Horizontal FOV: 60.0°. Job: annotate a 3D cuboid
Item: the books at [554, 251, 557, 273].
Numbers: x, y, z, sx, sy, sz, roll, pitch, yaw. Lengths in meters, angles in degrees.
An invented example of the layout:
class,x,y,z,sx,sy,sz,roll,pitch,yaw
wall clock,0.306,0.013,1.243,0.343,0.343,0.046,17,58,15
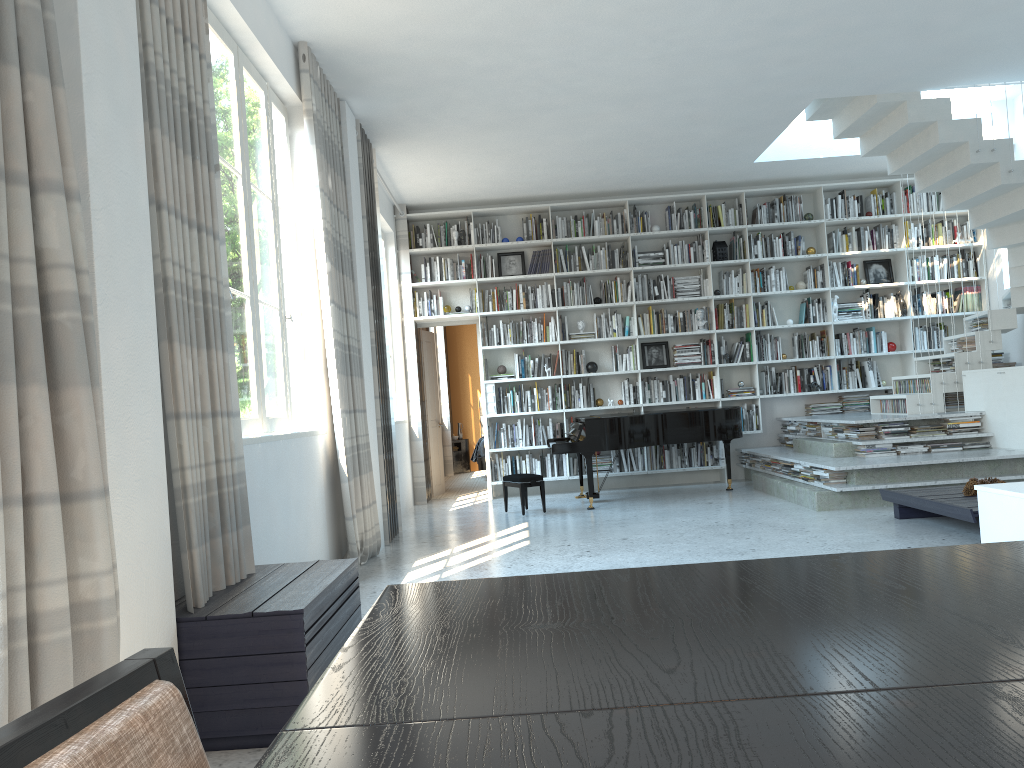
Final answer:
class,x,y,z,sx,sy,sz,roll,pitch,yaw
books,0.478,-1.316,9.719,0.023,0.256,0.174,-4,-1,0

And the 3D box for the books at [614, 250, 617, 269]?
class,x,y,z,sx,sy,sz,roll,pitch,yaw
books,1.130,-1.346,9.727,0.022,0.222,0.161,-4,-1,0

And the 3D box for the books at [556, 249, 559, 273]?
class,x,y,z,sx,sy,sz,roll,pitch,yaw
books,0.495,-1.331,9.733,0.013,0.283,0.158,-4,-1,0

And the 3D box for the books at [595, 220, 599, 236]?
class,x,y,z,sx,sy,sz,roll,pitch,yaw
books,0.926,-1.683,9.732,0.031,0.190,0.181,-4,-1,0

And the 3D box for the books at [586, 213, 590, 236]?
class,x,y,z,sx,sy,sz,roll,pitch,yaw
books,0.835,-1.720,9.730,0.013,0.276,0.164,-4,-1,0

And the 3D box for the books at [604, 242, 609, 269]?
class,x,y,z,sx,sy,sz,roll,pitch,yaw
books,1.035,-1.385,9.721,0.011,0.313,0.183,-4,-1,0

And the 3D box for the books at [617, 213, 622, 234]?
class,x,y,z,sx,sy,sz,roll,pitch,yaw
books,1.176,-1.736,9.743,0.029,0.261,0.151,-4,-1,0

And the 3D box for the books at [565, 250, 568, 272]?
class,x,y,z,sx,sy,sz,roll,pitch,yaw
books,0.598,-1.326,9.730,0.011,0.260,0.157,-4,-1,0

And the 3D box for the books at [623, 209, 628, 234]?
class,x,y,z,sx,sy,sz,roll,pitch,yaw
books,1.242,-1.755,9.726,0.026,0.288,0.176,-4,-1,0

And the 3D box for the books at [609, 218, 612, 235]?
class,x,y,z,sx,sy,sz,roll,pitch,yaw
books,1.071,-1.699,9.714,0.026,0.200,0.187,-4,-1,0

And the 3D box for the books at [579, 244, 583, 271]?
class,x,y,z,sx,sy,sz,roll,pitch,yaw
books,0.760,-1.365,9.747,0.013,0.315,0.135,-4,-1,0

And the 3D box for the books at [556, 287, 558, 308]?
class,x,y,z,sx,sy,sz,roll,pitch,yaw
books,0.485,-0.963,9.738,0.012,0.285,0.159,-4,-1,0

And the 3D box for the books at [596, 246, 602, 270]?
class,x,y,z,sx,sy,sz,roll,pitch,yaw
books,0.956,-1.365,9.741,0.026,0.286,0.137,-4,-1,0

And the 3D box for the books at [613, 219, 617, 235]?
class,x,y,z,sx,sy,sz,roll,pitch,yaw
books,1.123,-1.694,9.725,0.031,0.184,0.177,-4,-1,0

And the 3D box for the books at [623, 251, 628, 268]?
class,x,y,z,sx,sy,sz,roll,pitch,yaw
books,1.251,-1.348,9.746,0.028,0.211,0.134,-4,-1,0

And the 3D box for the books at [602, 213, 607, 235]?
class,x,y,z,sx,sy,sz,roll,pitch,yaw
books,1.014,-1.728,9.723,0.014,0.266,0.192,-4,-1,0

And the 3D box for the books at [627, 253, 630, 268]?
class,x,y,z,sx,sy,sz,roll,pitch,yaw
books,1.275,-1.341,9.753,0.019,0.194,0.098,-4,-1,0

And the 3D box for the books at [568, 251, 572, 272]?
class,x,y,z,sx,sy,sz,roll,pitch,yaw
books,0.631,-1.320,9.722,0.031,0.242,0.181,-4,-1,0

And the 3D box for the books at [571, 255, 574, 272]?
class,x,y,z,sx,sy,sz,roll,pitch,yaw
books,0.660,-1.301,9.736,0.024,0.201,0.153,-4,-1,0

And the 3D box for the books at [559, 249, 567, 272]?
class,x,y,z,sx,sy,sz,roll,pitch,yaw
books,0.559,-1.331,9.738,0.067,0.274,0.168,-4,-1,0

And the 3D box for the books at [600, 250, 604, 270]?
class,x,y,z,sx,sy,sz,roll,pitch,yaw
books,0.981,-1.337,9.716,0.021,0.226,0.191,-4,-1,0

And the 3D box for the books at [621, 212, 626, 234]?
class,x,y,z,sx,sy,sz,roll,pitch,yaw
books,1.223,-1.743,9.730,0.014,0.267,0.171,-4,-1,0

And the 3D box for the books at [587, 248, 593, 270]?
class,x,y,z,sx,sy,sz,roll,pitch,yaw
books,0.856,-1.347,9.736,0.027,0.265,0.168,-4,-1,0

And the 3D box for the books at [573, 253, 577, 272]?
class,x,y,z,sx,sy,sz,roll,pitch,yaw
books,0.685,-1.312,9.729,0.029,0.219,0.157,-4,-1,0

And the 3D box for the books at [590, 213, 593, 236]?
class,x,y,z,sx,sy,sz,roll,pitch,yaw
books,0.867,-1.720,9.727,0.052,0.273,0.172,-4,-1,0

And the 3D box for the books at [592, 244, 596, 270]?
class,x,y,z,sx,sy,sz,roll,pitch,yaw
books,0.902,-1.372,9.729,0.012,0.308,0.145,-4,-1,0

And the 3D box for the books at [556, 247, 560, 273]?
class,x,y,z,sx,sy,sz,roll,pitch,yaw
books,0.508,-1.344,9.754,0.014,0.309,0.130,-4,-1,0

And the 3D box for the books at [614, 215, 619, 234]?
class,x,y,z,sx,sy,sz,roll,pitch,yaw
books,1.149,-1.722,9.735,0.026,0.237,0.149,-4,-1,0

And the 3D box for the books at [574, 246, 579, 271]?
class,x,y,z,sx,sy,sz,roll,pitch,yaw
books,0.709,-1.351,9.729,0.023,0.293,0.156,-4,-1,0

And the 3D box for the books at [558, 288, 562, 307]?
class,x,y,z,sx,sy,sz,roll,pitch,yaw
books,0.523,-0.935,9.746,0.029,0.225,0.136,-4,-1,0

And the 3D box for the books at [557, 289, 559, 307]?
class,x,y,z,sx,sy,sz,roll,pitch,yaw
books,0.501,-0.926,9.721,0.015,0.207,0.186,-4,-1,0

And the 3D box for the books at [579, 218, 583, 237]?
class,x,y,z,sx,sy,sz,roll,pitch,yaw
books,0.760,-1.693,9.738,0.013,0.234,0.154,-4,-1,0

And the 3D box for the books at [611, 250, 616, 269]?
class,x,y,z,sx,sy,sz,roll,pitch,yaw
books,1.105,-1.341,9.723,0.030,0.217,0.182,-4,-1,0

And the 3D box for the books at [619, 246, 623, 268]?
class,x,y,z,sx,sy,sz,roll,pitch,yaw
books,1.191,-1.371,9.723,0.055,0.264,0.167,-4,-1,0

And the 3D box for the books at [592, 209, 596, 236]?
class,x,y,z,sx,sy,sz,roll,pitch,yaw
books,0.899,-1.743,9.741,0.014,0.315,0.166,-4,-1,0

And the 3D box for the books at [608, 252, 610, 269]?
class,x,y,z,sx,sy,sz,roll,pitch,yaw
books,1.056,-1.335,9.741,0.024,0.213,0.150,-4,-1,0

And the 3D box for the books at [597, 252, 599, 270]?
class,x,y,z,sx,sy,sz,roll,pitch,yaw
books,0.940,-1.325,9.727,0.010,0.208,0.173,-4,-1,0

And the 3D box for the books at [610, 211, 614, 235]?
class,x,y,z,sx,sy,sz,roll,pitch,yaw
books,1.098,-1.743,9.732,0.013,0.285,0.159,-4,-1,0

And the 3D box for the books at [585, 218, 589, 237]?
class,x,y,z,sx,sy,sz,roll,pitch,yaw
books,0.816,-1.698,9.745,0.029,0.235,0.130,-4,-1,0

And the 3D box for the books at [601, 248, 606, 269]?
class,x,y,z,sx,sy,sz,roll,pitch,yaw
books,1.005,-1.356,9.735,0.028,0.261,0.135,-4,-1,0

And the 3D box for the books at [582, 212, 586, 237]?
class,x,y,z,sx,sy,sz,roll,pitch,yaw
books,0.794,-1.728,9.733,0.010,0.299,0.151,-4,-1,0

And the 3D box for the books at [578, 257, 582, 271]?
class,x,y,z,sx,sy,sz,roll,pitch,yaw
books,0.741,-1.297,9.738,0.034,0.180,0.160,-4,-1,0

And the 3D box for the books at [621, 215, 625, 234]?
class,x,y,z,sx,sy,sz,roll,pitch,yaw
books,1.205,-1.721,9.722,0.026,0.225,0.172,-4,-1,0

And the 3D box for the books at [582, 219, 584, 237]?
class,x,y,z,sx,sy,sz,roll,pitch,yaw
books,0.773,-1.685,9.730,0.011,0.216,0.160,-4,-1,0

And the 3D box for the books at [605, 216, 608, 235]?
class,x,y,z,sx,sy,sz,roll,pitch,yaw
books,1.033,-1.710,9.729,0.021,0.228,0.161,-4,-1,0

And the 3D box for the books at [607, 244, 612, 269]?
class,x,y,z,sx,sy,sz,roll,pitch,yaw
books,1.076,-1.375,9.744,0.022,0.290,0.146,-4,-1,0

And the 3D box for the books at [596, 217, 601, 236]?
class,x,y,z,sx,sy,sz,roll,pitch,yaw
books,0.952,-1.707,9.741,0.026,0.236,0.134,-4,-1,0

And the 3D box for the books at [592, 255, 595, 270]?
class,x,y,z,sx,sy,sz,roll,pitch,yaw
books,0.887,-1.307,9.728,0.028,0.180,0.168,-4,-1,0

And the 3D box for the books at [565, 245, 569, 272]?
class,x,y,z,sx,sy,sz,roll,pitch,yaw
books,0.608,-1.355,9.722,0.012,0.315,0.171,-4,-1,0

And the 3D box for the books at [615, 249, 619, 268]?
class,x,y,z,sx,sy,sz,roll,pitch,yaw
books,1.153,-1.354,9.742,0.024,0.237,0.153,-4,-1,0

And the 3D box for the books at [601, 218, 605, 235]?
class,x,y,z,sx,sy,sz,roll,pitch,yaw
books,0.995,-1.699,9.750,0.029,0.213,0.141,-4,-1,0

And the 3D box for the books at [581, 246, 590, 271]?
class,x,y,z,sx,sy,sz,roll,pitch,yaw
books,0.805,-1.354,9.721,0.075,0.285,0.178,-4,-1,0

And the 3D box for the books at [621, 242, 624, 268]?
class,x,y,z,sx,sy,sz,roll,pitch,yaw
books,1.205,-1.391,9.723,0.058,0.302,0.175,-4,-1,0

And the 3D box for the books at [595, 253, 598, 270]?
class,x,y,z,sx,sy,sz,roll,pitch,yaw
books,0.923,-1.325,9.754,0.024,0.212,0.128,-4,-1,0

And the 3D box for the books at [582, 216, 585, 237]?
class,x,y,z,sx,sy,sz,roll,pitch,yaw
books,0.784,-1.704,9.731,0.013,0.251,0.183,-4,-1,0

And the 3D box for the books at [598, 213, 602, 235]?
class,x,y,z,sx,sy,sz,roll,pitch,yaw
books,0.971,-1.725,9.742,0.014,0.269,0.156,-4,-1,0

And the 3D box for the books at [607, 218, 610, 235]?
class,x,y,z,sx,sy,sz,roll,pitch,yaw
books,1.051,-1.701,9.717,0.013,0.207,0.178,-4,-1,0

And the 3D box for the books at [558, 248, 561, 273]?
class,x,y,z,sx,sy,sz,roll,pitch,yaw
books,0.520,-1.335,9.731,0.010,0.287,0.148,-4,-1,0

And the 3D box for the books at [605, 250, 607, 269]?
class,x,y,z,sx,sy,sz,roll,pitch,yaw
books,1.026,-1.342,9.731,0.013,0.231,0.141,-4,-1,0
